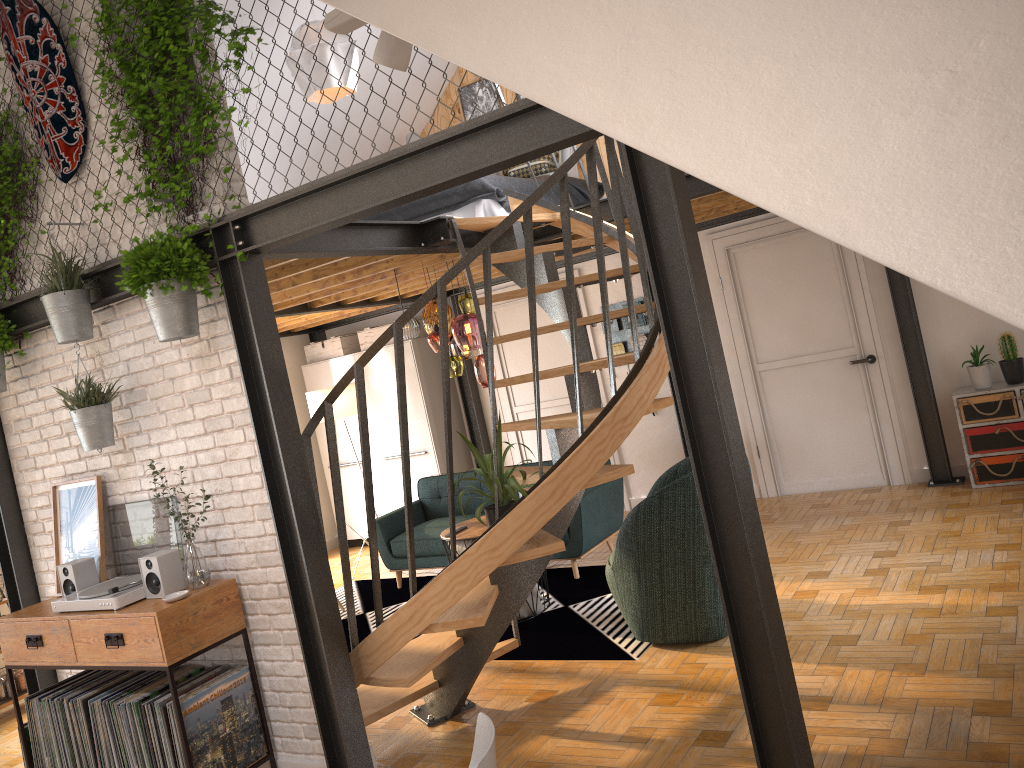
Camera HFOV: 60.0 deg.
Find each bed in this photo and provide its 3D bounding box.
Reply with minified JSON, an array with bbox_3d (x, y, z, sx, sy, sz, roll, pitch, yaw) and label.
[{"bbox_3d":[-0.500,-1.531,7.486,2.113,1.021,2.299,-11,2,32],"label":"bed"}]

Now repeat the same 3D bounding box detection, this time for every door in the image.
[{"bbox_3d":[0.347,0.152,8.546,1.195,2.300,0.088,-12,0,31],"label":"door"},{"bbox_3d":[2.394,-0.242,7.271,1.195,2.300,0.088,-12,0,31],"label":"door"}]

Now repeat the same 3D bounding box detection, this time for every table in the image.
[{"bbox_3d":[-0.091,1.187,5.902,0.683,0.686,0.679,-13,1,-19],"label":"table"}]

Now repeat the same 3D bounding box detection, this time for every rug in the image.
[{"bbox_3d":[-0.377,1.590,6.218,3.487,0.010,1.708,-11,3,31],"label":"rug"}]

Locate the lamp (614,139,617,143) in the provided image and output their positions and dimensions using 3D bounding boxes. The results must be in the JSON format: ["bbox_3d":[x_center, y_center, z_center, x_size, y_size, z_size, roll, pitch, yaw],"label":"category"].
[{"bbox_3d":[0.584,-2.299,7.815,0.852,0.814,0.194,-13,0,-12],"label":"lamp"}]

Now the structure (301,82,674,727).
[{"bbox_3d":[-0.045,-0.342,4.552,2.259,3.818,1.620,-13,1,-43],"label":"structure"}]

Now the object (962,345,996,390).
[{"bbox_3d":[3.381,-0.127,6.431,0.233,0.330,0.215,-12,1,37],"label":"object"}]

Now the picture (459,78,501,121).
[{"bbox_3d":[-0.292,-2.644,8.543,0.419,0.554,0.017,-12,0,31],"label":"picture"}]

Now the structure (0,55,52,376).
[{"bbox_3d":[-2.879,-0.851,4.790,2.119,1.679,0.433,-11,1,32],"label":"structure"}]

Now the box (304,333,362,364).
[{"bbox_3d":[-1.879,-0.386,9.451,0.639,0.218,0.378,-10,3,42],"label":"box"}]

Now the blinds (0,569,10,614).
[{"bbox_3d":[-3.716,1.071,6.940,0.123,2.282,0.670,-12,0,32],"label":"blinds"}]

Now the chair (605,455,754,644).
[{"bbox_3d":[0.931,0.869,4.885,0.898,0.964,0.900,-12,1,17],"label":"chair"}]

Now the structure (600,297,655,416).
[{"bbox_3d":[1.089,-0.214,8.047,0.440,1.076,0.100,-12,0,31],"label":"structure"}]

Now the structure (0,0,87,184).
[{"bbox_3d":[-2.304,-1.437,4.274,0.439,0.964,0.193,-12,0,32],"label":"structure"}]

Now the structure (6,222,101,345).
[{"bbox_3d":[-2.160,-0.474,4.244,0.384,0.607,0.348,-12,1,-5],"label":"structure"}]

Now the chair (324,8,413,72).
[{"bbox_3d":[-2.479,0.833,1.911,4.003,2.685,3.505,-11,2,32],"label":"chair"}]

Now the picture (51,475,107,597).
[{"bbox_3d":[-2.219,0.781,4.533,0.409,0.576,0.127,-12,0,31],"label":"picture"}]

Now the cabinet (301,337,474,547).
[{"bbox_3d":[-1.212,0.612,9.347,1.500,2.002,0.812,-12,1,32],"label":"cabinet"}]

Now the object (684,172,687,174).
[{"bbox_3d":[1.408,-1.935,7.112,0.791,1.048,0.731,-13,1,-19],"label":"object"}]

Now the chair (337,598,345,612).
[{"bbox_3d":[-1.844,1.459,6.878,0.780,0.830,0.756,-11,1,38],"label":"chair"}]

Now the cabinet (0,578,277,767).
[{"bbox_3d":[-1.803,1.492,4.183,1.260,0.963,0.458,-11,1,31],"label":"cabinet"}]

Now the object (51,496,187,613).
[{"bbox_3d":[-1.880,0.804,4.189,0.784,0.414,0.416,-11,2,32],"label":"object"}]

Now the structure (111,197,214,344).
[{"bbox_3d":[-1.511,-0.490,3.837,0.425,0.652,0.436,-13,1,-28],"label":"structure"}]

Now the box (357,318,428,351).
[{"bbox_3d":[-1.199,-0.518,9.047,0.639,0.218,0.377,-11,2,26],"label":"box"}]

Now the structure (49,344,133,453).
[{"bbox_3d":[-2.025,0.067,4.248,0.358,0.534,0.386,-12,1,41],"label":"structure"}]

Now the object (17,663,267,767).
[{"bbox_3d":[-1.791,1.687,4.216,1.308,0.574,0.406,-11,1,31],"label":"object"}]

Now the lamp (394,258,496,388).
[{"bbox_3d":[-0.485,-0.423,6.065,0.619,1.013,0.489,-13,0,-18],"label":"lamp"}]

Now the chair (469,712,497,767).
[{"bbox_3d":[-0.157,1.272,2.036,0.430,0.871,0.404,-12,0,0],"label":"chair"}]

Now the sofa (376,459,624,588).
[{"bbox_3d":[-0.113,1.094,7.043,1.966,0.782,0.828,-11,2,31],"label":"sofa"}]

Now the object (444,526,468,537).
[{"bbox_3d":[-0.368,0.973,5.843,0.050,0.013,0.208,-11,3,32],"label":"object"}]

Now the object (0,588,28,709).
[{"bbox_3d":[-3.709,1.764,6.204,0.629,1.078,0.581,-12,1,32],"label":"object"}]

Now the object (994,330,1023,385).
[{"bbox_3d":[3.562,-0.199,6.342,0.168,0.401,0.169,-12,0,-7],"label":"object"}]

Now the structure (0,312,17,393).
[{"bbox_3d":[-2.822,-0.238,4.653,0.425,0.652,0.436,-13,1,-28],"label":"structure"}]

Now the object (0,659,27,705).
[{"bbox_3d":[-3.492,2.021,6.104,0.275,0.290,0.441,-12,2,32],"label":"object"}]

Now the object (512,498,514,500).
[{"bbox_3d":[-0.045,0.754,5.948,0.190,0.295,0.173,-12,1,6],"label":"object"}]

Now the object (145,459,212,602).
[{"bbox_3d":[-1.524,0.629,3.979,0.292,0.620,0.294,-13,1,-43],"label":"object"}]

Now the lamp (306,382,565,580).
[{"bbox_3d":[-0.739,0.744,7.254,2.348,1.718,0.573,-11,1,40],"label":"lamp"}]

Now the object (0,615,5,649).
[{"bbox_3d":[-3.684,1.765,6.185,0.237,0.216,0.441,-12,2,32],"label":"object"}]

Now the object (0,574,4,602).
[{"bbox_3d":[-3.856,1.360,6.246,0.394,0.475,0.494,-11,2,44],"label":"object"}]

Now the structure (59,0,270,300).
[{"bbox_3d":[-1.498,-1.282,3.926,1.300,1.870,0.460,-12,0,28],"label":"structure"}]

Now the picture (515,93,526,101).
[{"bbox_3d":[0.179,-2.824,8.237,0.379,0.506,0.011,-12,0,31],"label":"picture"}]

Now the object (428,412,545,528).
[{"bbox_3d":[-0.083,0.411,3.931,0.526,0.591,0.459,-12,1,19],"label":"object"}]

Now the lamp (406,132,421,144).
[{"bbox_3d":[-0.938,-2.005,8.760,0.195,0.813,0.849,-12,1,-15],"label":"lamp"}]

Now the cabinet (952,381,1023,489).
[{"bbox_3d":[3.698,0.331,6.360,0.830,0.696,0.381,-12,1,31],"label":"cabinet"}]
